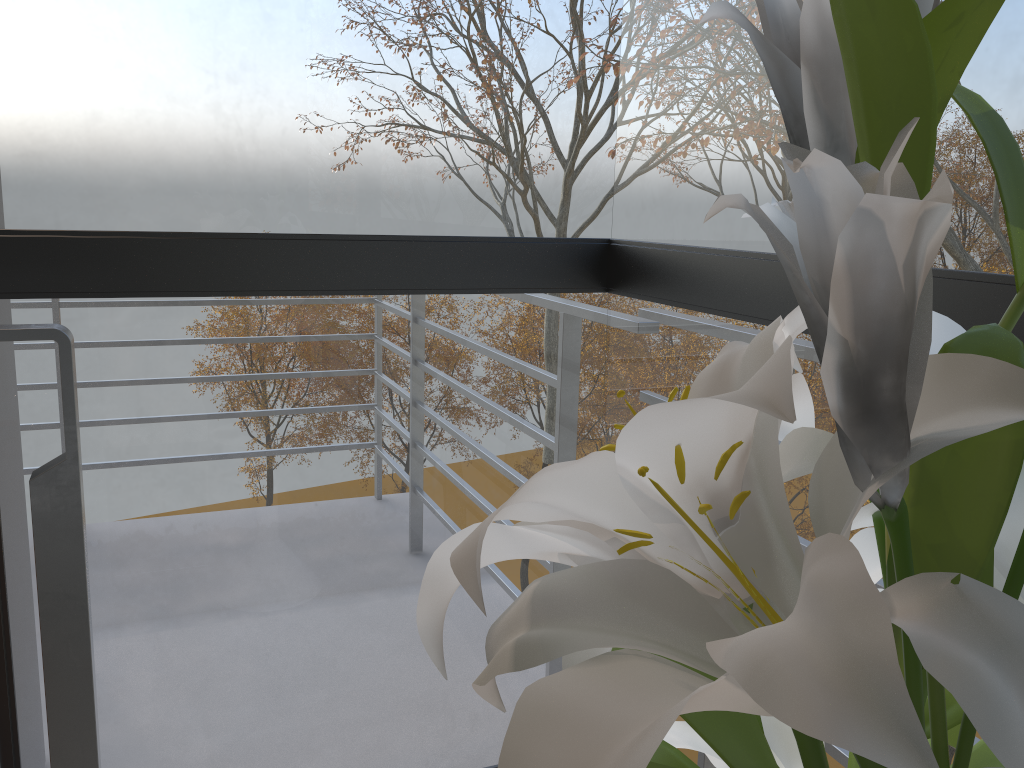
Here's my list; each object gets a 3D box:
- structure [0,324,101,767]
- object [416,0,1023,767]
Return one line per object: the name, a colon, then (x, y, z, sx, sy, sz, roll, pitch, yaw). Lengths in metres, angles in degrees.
structure: (-0.614, 0.425, 1.029, 0.303, 0.987, 0.069, -3, 12, -22)
object: (0.181, 0.192, 0.370, 0.460, 0.794, 0.450, 3, 11, 5)
